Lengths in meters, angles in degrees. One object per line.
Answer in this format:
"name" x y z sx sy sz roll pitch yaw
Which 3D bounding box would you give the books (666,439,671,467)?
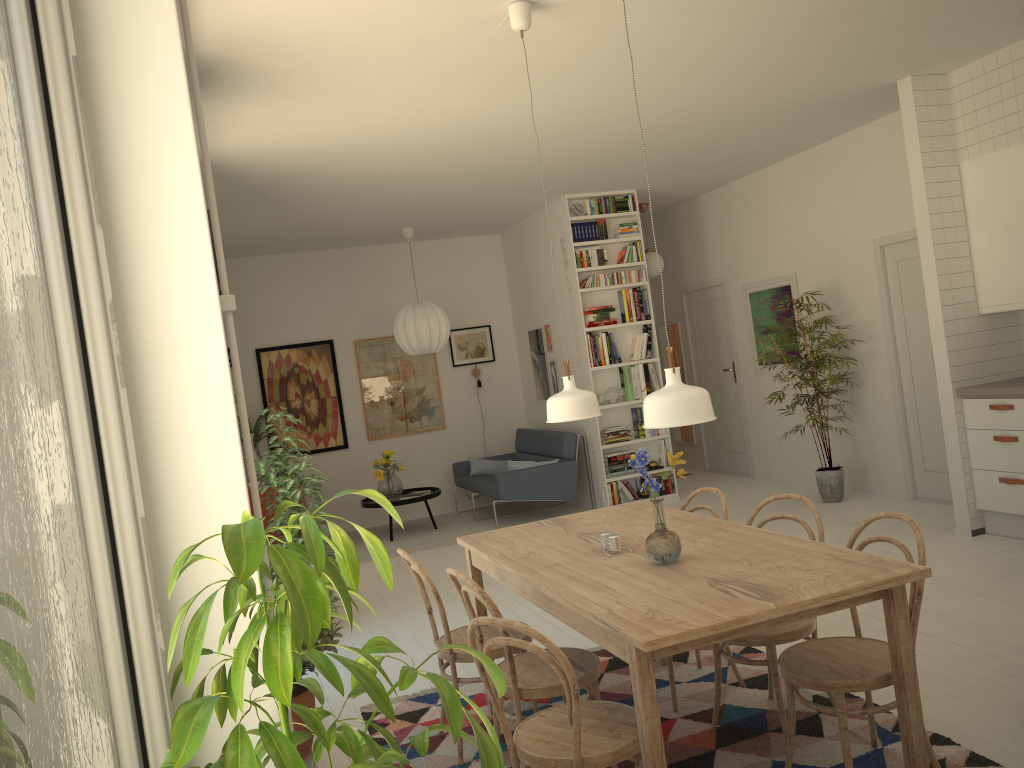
"books" 1.424 0.639 8.294 0.007 0.257 0.181 -8 1 -18

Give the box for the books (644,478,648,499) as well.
"books" 1.196 0.946 8.204 0.015 0.214 0.202 -8 1 -18

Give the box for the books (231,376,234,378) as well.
"books" -2.701 -0.057 8.403 0.153 0.013 0.197 -8 1 -16

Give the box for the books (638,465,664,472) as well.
"books" 1.278 0.782 8.192 0.215 0.023 0.130 -8 1 -18

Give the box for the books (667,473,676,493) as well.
"books" 1.455 0.927 8.320 0.032 0.176 0.230 -8 1 -18

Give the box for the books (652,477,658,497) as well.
"books" 1.284 0.952 8.249 0.032 0.176 0.222 -8 1 -18

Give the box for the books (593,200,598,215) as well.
"books" 0.720 -1.596 8.160 0.025 0.131 0.253 -8 1 -18

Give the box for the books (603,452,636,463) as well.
"books" 0.967 0.671 8.147 0.285 0.047 0.185 -8 1 -18

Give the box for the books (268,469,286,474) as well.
"books" -2.333 0.854 8.413 0.368 0.020 0.255 -8 1 -16

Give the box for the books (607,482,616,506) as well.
"books" 0.886 1.000 8.106 0.026 0.206 0.187 -8 1 -18

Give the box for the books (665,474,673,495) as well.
"books" 1.419 0.931 8.289 0.056 0.180 0.202 -8 1 -18

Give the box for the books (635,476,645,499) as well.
"books" 1.166 0.951 8.200 0.015 0.214 0.202 -8 1 -18

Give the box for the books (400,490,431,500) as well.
"books" -0.903 1.046 8.329 0.200 0.031 0.289 -8 1 16

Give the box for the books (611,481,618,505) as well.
"books" 0.910 0.993 8.109 0.020 0.211 0.184 -8 1 -18

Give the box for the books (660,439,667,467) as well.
"books" 1.404 0.644 8.271 0.033 0.258 0.130 -8 1 -18

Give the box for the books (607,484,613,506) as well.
"books" 0.854 1.009 8.099 0.039 0.199 0.185 -8 1 -18

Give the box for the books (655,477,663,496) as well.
"books" 1.323 0.953 8.262 0.048 0.163 0.209 -8 1 -18

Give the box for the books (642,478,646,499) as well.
"books" 1.178 0.949 8.212 0.015 0.214 0.202 -8 1 -18

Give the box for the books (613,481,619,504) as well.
"books" 0.920 0.993 8.127 0.012 0.206 0.193 -8 1 -18

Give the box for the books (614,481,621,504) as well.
"books" 0.935 0.986 8.133 0.021 0.215 0.174 -8 1 -18

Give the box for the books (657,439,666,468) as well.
"books" 1.376 0.647 8.296 0.034 0.257 0.209 -8 1 -18

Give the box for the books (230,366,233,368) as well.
"books" -2.617 -0.139 8.110 0.160 0.028 0.146 -9 1 -22

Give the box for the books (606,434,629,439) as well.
"books" 0.934 0.483 8.140 0.250 0.008 0.135 -9 2 -22

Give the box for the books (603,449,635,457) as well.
"books" 0.961 0.634 8.162 0.297 0.024 0.162 -9 2 -27

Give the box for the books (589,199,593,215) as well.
"books" 0.685 -1.598 8.130 0.013 0.146 0.208 -8 1 -18

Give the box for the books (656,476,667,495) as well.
"books" 1.364 0.943 8.291 0.050 0.170 0.221 -8 1 -18

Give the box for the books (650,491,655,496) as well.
"books" 1.248 0.956 8.243 0.044 0.179 0.224 -8 1 -18

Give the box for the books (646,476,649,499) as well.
"books" 1.208 0.944 8.216 0.015 0.214 0.202 -8 1 -18

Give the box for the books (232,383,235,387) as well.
"books" -2.690 0.021 8.404 0.179 0.037 0.190 -9 1 -19

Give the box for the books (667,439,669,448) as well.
"books" 1.435 0.638 8.288 0.011 0.256 0.139 -8 1 -18

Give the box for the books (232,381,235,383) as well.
"books" -2.697 -0.007 8.394 0.168 0.021 0.197 -8 1 -16

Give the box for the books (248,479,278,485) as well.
"books" -2.171 0.850 7.809 0.296 0.015 0.240 -9 1 -19

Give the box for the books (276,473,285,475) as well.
"books" -2.341 0.876 8.403 0.371 0.022 0.259 -8 1 -18

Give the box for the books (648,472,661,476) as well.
"books" 1.320 0.841 8.238 0.165 0.006 0.103 -8 1 -18

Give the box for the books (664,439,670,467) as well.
"books" 1.413 0.641 8.303 0.008 0.256 0.184 -8 1 -18

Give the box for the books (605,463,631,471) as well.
"books" 0.967 0.751 8.143 0.297 0.039 0.165 -9 2 -23

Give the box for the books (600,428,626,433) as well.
"books" 0.917 0.424 8.141 0.212 0.017 0.165 -9 1 -21

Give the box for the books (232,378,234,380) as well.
"books" -2.699 -0.040 8.396 0.173 0.023 0.190 -9 1 -19

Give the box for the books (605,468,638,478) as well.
"books" 0.987 0.815 8.164 0.297 0.038 0.204 -8 1 -13

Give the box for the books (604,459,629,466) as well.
"books" 0.957 0.716 8.141 0.247 0.039 0.143 -9 1 -21

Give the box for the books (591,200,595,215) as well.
"books" 0.711 -1.596 8.112 0.023 0.137 0.161 -8 1 -18

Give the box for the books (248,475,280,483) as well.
"books" -2.163 0.834 7.812 0.311 0.015 0.192 -8 1 -15

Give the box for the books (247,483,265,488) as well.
"books" -2.160 0.866 7.813 0.320 0.020 0.237 -9 2 -22

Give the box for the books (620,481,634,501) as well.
"books" 1.023 0.979 8.150 0.135 0.200 0.134 -8 1 -18

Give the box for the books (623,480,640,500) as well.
"books" 1.083 0.978 8.169 0.131 0.188 0.136 -8 1 -18

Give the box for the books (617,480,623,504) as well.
"books" 0.955 0.984 8.124 0.010 0.215 0.193 -8 1 -18

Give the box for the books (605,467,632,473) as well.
"books" 0.959 0.784 8.156 0.241 0.024 0.168 -9 2 -23

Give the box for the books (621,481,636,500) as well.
"books" 1.054 0.978 8.153 0.118 0.192 0.118 -8 1 -18

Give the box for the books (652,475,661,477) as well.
"books" 1.327 0.848 8.260 0.193 0.012 0.130 -8 1 -18

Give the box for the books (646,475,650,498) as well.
"books" 1.220 0.942 8.226 0.015 0.214 0.202 -8 1 -18

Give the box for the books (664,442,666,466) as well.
"books" 1.384 0.646 8.301 0.030 0.256 0.198 -8 1 -18
